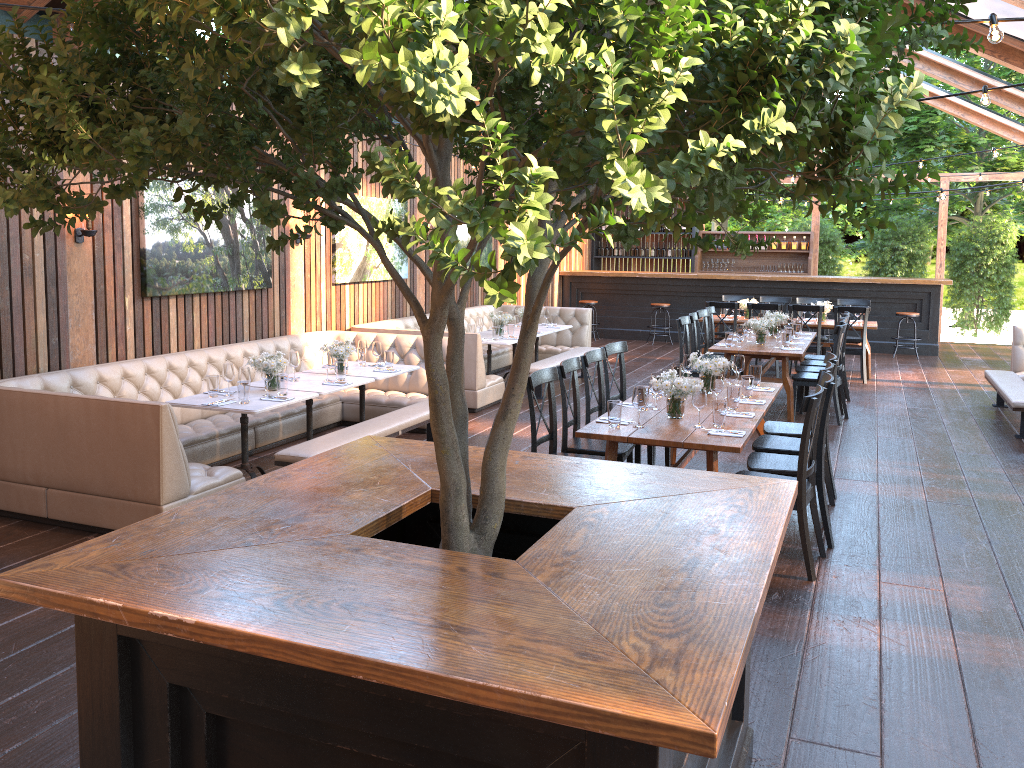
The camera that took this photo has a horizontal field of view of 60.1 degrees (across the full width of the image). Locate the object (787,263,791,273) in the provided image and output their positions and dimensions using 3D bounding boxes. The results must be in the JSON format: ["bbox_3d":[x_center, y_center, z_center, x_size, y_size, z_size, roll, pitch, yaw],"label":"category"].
[{"bbox_3d":[5.470,-2.288,17.467,0.073,0.180,0.074,0,6,-4],"label":"object"}]

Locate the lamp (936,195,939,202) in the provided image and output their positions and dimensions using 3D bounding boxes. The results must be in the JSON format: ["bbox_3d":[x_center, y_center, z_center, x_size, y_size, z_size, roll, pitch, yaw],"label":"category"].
[{"bbox_3d":[7.250,-3.165,15.066,0.056,0.120,0.057,-1,6,-12],"label":"lamp"}]

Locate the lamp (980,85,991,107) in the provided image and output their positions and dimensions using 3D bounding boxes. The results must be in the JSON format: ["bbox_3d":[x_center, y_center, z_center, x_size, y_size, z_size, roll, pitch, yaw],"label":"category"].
[{"bbox_3d":[2.707,-1.647,5.056,0.056,0.120,0.056,4,7,31],"label":"lamp"}]

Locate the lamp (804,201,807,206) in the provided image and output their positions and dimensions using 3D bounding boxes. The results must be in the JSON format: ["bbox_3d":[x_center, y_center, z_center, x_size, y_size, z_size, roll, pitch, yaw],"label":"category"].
[{"bbox_3d":[5.475,-3.376,16.487,0.059,0.119,0.057,0,6,-5],"label":"lamp"}]

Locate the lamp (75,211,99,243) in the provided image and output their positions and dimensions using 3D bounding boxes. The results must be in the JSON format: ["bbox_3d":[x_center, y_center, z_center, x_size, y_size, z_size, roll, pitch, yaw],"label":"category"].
[{"bbox_3d":[-3.207,-1.222,6.679,0.178,0.318,0.147,3,7,22],"label":"lamp"}]

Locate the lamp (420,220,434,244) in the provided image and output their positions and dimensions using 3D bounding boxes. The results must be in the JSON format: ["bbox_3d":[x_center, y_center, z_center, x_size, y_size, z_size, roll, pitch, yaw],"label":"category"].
[{"bbox_3d":[-1.130,-2.019,11.755,0.178,0.318,0.147,3,7,22],"label":"lamp"}]

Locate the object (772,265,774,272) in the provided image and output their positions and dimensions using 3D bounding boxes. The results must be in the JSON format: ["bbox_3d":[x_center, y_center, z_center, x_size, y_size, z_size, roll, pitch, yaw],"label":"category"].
[{"bbox_3d":[5.290,-2.327,17.857,0.097,0.133,0.098,2,7,8],"label":"object"}]

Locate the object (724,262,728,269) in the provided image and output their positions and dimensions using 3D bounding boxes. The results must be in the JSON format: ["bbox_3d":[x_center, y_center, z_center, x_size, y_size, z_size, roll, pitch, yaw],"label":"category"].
[{"bbox_3d":[4.337,-2.378,17.941,0.070,0.184,0.070,4,7,26],"label":"object"}]

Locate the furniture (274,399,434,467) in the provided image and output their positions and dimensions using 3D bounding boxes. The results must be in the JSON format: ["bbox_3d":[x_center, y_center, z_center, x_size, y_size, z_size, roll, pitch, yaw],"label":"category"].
[{"bbox_3d":[-1.052,0.494,7.071,0.313,0.396,2.344,3,9,22],"label":"furniture"}]

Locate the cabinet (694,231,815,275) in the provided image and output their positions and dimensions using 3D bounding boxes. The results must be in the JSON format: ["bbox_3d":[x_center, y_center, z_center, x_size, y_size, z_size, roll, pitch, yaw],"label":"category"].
[{"bbox_3d":[4.873,-2.046,17.925,2.277,2.080,0.496,4,6,22],"label":"cabinet"}]

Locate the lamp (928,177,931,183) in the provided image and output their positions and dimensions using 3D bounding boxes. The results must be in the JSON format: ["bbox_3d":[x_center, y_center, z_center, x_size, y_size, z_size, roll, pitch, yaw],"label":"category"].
[{"bbox_3d":[6.408,-3.155,13.596,0.056,0.120,0.056,5,8,38],"label":"lamp"}]

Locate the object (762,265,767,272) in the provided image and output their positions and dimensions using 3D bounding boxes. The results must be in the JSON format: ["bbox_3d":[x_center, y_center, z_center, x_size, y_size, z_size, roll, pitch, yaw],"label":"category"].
[{"bbox_3d":[5.075,-2.323,17.823,0.097,0.133,0.098,2,7,8],"label":"object"}]

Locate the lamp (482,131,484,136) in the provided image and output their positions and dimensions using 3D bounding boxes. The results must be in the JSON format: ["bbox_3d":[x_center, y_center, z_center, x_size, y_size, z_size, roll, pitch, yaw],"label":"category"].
[{"bbox_3d":[-0.245,-2.077,7.443,0.056,0.120,0.056,6,8,43],"label":"lamp"}]

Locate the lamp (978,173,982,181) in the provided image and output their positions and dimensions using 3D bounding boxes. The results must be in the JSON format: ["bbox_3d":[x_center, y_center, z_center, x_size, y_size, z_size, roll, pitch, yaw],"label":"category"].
[{"bbox_3d":[7.171,-3.171,13.541,0.056,0.120,0.057,2,6,15],"label":"lamp"}]

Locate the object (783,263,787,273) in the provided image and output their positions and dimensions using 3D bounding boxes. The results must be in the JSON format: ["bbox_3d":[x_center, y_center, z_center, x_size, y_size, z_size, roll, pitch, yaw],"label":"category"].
[{"bbox_3d":[5.390,-2.292,17.490,0.073,0.180,0.074,0,6,-4],"label":"object"}]

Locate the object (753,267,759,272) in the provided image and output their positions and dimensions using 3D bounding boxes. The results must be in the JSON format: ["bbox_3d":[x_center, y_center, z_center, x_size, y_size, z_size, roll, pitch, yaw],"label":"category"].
[{"bbox_3d":[4.935,-2.319,17.894,0.124,0.096,0.124,6,9,33],"label":"object"}]

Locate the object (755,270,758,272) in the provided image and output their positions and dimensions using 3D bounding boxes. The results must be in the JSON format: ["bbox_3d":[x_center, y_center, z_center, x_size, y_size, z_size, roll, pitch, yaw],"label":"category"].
[{"bbox_3d":[4.970,-2.343,18.044,0.124,0.096,0.124,6,9,33],"label":"object"}]

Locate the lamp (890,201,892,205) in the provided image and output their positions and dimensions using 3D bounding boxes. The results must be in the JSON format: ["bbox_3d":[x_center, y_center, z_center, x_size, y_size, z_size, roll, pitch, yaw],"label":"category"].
[{"bbox_3d":[6.654,-3.211,15.539,0.056,0.120,0.057,-1,6,-16],"label":"lamp"}]

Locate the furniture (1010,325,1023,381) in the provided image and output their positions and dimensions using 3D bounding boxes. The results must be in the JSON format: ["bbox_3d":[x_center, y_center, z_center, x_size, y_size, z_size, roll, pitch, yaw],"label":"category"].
[{"bbox_3d":[6.298,0.037,8.946,1.711,0.853,4.186,4,10,22],"label":"furniture"}]

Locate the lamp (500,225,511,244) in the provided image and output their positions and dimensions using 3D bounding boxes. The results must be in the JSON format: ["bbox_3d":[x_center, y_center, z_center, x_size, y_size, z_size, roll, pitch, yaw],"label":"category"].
[{"bbox_3d":[-0.092,-2.417,14.292,0.178,0.318,0.147,3,7,22],"label":"lamp"}]

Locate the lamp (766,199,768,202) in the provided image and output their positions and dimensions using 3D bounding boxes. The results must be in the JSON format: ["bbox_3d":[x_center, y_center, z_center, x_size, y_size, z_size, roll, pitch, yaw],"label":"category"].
[{"bbox_3d":[4.896,-3.499,16.976,0.056,0.120,0.056,-4,7,-35],"label":"lamp"}]

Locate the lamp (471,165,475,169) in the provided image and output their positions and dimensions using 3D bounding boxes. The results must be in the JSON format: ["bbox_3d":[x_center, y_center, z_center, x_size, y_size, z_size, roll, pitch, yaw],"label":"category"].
[{"bbox_3d":[-0.378,-2.226,8.936,0.071,0.115,0.056,7,9,44],"label":"lamp"}]

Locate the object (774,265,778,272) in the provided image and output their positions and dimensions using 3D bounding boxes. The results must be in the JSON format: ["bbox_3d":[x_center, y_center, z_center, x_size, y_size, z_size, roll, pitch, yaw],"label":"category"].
[{"bbox_3d":[5.296,-2.309,17.745,0.097,0.133,0.098,2,7,8],"label":"object"}]

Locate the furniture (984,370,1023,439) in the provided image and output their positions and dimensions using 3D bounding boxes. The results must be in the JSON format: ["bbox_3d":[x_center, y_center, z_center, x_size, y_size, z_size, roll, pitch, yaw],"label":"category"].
[{"bbox_3d":[5.293,0.191,9.362,0.313,0.396,2.344,3,9,22],"label":"furniture"}]

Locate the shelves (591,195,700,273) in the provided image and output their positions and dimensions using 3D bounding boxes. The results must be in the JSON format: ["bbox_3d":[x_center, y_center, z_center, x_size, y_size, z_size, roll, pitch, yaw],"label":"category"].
[{"bbox_3d":[2.803,-2.566,18.728,2.205,2.811,0.504,3,6,22],"label":"shelves"}]

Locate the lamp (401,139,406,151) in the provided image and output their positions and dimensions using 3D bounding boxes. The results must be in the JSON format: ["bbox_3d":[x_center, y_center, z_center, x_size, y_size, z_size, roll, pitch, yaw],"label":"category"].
[{"bbox_3d":[-1.109,-2.432,9.011,0.061,0.118,0.056,7,9,44],"label":"lamp"}]

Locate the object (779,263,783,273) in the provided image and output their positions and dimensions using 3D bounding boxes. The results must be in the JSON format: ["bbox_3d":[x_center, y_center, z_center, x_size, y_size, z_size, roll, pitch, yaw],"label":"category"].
[{"bbox_3d":[5.319,-2.299,17.529,0.073,0.180,0.074,0,6,-4],"label":"object"}]

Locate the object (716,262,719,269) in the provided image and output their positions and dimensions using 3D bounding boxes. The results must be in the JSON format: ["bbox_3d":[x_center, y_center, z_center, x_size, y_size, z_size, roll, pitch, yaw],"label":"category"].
[{"bbox_3d":[4.181,-2.392,18.020,0.070,0.184,0.070,4,7,26],"label":"object"}]

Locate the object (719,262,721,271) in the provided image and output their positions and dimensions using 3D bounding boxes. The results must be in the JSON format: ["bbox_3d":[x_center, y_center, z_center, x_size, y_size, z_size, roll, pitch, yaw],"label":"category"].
[{"bbox_3d":[4.262,-2.399,18.068,0.070,0.184,0.070,4,7,26],"label":"object"}]

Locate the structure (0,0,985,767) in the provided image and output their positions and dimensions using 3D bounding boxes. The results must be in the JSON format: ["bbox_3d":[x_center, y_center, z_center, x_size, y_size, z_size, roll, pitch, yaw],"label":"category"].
[{"bbox_3d":[-0.129,-0.433,2.608,2.720,3.672,2.866,5,8,31],"label":"structure"}]

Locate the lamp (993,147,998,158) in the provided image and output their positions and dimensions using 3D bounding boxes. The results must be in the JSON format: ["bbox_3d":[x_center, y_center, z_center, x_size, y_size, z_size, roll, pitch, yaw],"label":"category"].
[{"bbox_3d":[5.308,-2.545,9.727,0.056,0.114,0.075,-2,7,-22],"label":"lamp"}]

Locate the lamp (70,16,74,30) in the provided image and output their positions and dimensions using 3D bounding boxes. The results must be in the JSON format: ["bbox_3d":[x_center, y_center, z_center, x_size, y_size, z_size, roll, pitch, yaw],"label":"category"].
[{"bbox_3d":[-1.887,-1.575,3.830,0.056,0.116,0.068,3,7,19],"label":"lamp"}]

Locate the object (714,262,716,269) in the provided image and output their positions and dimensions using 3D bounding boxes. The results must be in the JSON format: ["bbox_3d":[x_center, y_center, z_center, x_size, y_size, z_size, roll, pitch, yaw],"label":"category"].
[{"bbox_3d":[4.174,-2.406,18.106,0.070,0.184,0.070,4,7,26],"label":"object"}]

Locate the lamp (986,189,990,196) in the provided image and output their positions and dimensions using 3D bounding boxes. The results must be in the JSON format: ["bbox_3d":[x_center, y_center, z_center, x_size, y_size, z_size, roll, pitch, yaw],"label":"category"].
[{"bbox_3d":[7.827,-3.154,14.556,0.065,0.117,0.057,3,7,24],"label":"lamp"}]

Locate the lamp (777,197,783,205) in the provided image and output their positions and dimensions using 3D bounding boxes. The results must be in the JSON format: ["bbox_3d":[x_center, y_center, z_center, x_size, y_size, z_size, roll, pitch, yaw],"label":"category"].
[{"bbox_3d":[2.626,-1.813,8.654,0.056,0.119,0.056,4,7,27],"label":"lamp"}]

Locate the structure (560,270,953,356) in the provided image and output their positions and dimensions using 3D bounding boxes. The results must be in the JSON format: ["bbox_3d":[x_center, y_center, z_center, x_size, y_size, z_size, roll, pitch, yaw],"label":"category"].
[{"bbox_3d":[4.220,-1.366,16.215,6.810,1.267,0.862,4,7,22],"label":"structure"}]

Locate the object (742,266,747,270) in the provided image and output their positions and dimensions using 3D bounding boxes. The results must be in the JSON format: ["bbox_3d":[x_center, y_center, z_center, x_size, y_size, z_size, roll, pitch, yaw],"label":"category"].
[{"bbox_3d":[4.762,-2.353,18.097,0.124,0.096,0.124,6,9,33],"label":"object"}]

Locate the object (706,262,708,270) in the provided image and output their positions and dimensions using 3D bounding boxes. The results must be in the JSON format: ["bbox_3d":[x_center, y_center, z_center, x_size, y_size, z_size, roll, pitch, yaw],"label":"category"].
[{"bbox_3d":[4.010,-2.416,18.155,0.070,0.184,0.070,4,7,26],"label":"object"}]

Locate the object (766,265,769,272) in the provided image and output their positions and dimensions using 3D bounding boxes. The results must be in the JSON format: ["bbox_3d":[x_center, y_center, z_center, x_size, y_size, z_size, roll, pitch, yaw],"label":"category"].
[{"bbox_3d":[5.187,-2.337,17.915,0.097,0.133,0.098,2,7,8],"label":"object"}]

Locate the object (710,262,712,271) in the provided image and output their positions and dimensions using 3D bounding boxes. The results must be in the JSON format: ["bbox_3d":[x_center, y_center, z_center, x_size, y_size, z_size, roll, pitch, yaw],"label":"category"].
[{"bbox_3d":[4.094,-2.411,18.132,0.070,0.184,0.070,4,7,26],"label":"object"}]

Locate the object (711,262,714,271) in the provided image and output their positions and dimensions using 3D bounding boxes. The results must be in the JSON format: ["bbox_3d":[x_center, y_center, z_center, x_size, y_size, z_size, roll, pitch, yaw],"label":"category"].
[{"bbox_3d":[4.092,-2.395,18.034,0.070,0.184,0.070,4,7,26],"label":"object"}]

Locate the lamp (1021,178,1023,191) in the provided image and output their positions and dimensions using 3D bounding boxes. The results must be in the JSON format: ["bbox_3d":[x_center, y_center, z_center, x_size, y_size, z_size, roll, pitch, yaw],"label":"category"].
[{"bbox_3d":[4.908,-1.911,8.472,0.056,0.120,0.057,3,6,19],"label":"lamp"}]

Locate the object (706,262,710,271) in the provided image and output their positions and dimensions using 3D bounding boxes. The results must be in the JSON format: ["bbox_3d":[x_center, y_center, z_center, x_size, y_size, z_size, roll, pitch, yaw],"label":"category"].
[{"bbox_3d":[4.001,-2.402,18.070,0.070,0.184,0.070,4,7,26],"label":"object"}]

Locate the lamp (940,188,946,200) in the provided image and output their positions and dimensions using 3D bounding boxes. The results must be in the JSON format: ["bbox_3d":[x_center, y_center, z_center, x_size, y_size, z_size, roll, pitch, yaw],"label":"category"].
[{"bbox_3d":[4.153,-1.829,8.522,0.056,0.119,0.057,-1,6,-18],"label":"lamp"}]

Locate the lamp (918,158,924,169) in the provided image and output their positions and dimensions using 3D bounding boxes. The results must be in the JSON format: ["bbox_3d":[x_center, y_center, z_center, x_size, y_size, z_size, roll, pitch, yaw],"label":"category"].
[{"bbox_3d":[4.731,-2.552,10.229,0.056,0.120,0.057,0,6,-2],"label":"lamp"}]

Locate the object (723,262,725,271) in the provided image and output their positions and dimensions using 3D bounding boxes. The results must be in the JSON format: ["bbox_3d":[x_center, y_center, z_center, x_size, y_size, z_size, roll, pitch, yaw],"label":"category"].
[{"bbox_3d":[4.336,-2.392,18.031,0.070,0.184,0.070,4,7,26],"label":"object"}]

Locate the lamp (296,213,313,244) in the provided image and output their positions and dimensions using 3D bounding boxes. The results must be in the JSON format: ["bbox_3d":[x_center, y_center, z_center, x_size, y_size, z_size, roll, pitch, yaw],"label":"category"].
[{"bbox_3d":[-2.162,-1.623,9.233,0.178,0.318,0.147,3,7,22],"label":"lamp"}]

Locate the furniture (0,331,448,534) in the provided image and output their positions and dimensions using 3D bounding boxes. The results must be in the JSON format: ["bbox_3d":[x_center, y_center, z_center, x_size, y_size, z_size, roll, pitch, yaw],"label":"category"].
[{"bbox_3d":[-2.078,0.188,7.468,1.711,0.853,4.186,4,10,22],"label":"furniture"}]

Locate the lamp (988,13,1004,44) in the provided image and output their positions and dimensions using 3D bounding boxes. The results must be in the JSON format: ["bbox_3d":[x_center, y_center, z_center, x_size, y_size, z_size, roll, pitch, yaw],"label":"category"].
[{"bbox_3d":[1.895,-1.394,3.463,0.056,0.119,0.057,2,6,9],"label":"lamp"}]

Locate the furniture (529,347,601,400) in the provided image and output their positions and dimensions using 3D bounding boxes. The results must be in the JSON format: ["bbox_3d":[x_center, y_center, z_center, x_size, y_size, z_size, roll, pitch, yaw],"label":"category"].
[{"bbox_3d":[0.653,-0.161,11.240,0.313,0.396,2.344,3,9,22],"label":"furniture"}]

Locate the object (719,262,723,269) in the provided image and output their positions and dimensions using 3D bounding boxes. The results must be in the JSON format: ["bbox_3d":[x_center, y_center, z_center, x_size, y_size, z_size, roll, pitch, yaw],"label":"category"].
[{"bbox_3d":[4.243,-2.382,17.964,0.070,0.184,0.070,4,7,26],"label":"object"}]

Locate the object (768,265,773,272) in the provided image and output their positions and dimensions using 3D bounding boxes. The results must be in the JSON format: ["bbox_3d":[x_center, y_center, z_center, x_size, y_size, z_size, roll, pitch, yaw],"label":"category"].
[{"bbox_3d":[5.187,-2.314,17.771,0.097,0.133,0.098,2,7,8],"label":"object"}]

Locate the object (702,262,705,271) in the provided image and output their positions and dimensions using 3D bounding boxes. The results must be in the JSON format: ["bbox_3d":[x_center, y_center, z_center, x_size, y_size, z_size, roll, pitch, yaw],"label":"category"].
[{"bbox_3d":[3.925,-2.409,18.108,0.070,0.184,0.070,4,7,26],"label":"object"}]

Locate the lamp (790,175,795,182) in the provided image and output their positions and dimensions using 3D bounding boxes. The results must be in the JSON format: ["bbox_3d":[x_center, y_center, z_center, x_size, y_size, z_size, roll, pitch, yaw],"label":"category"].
[{"bbox_3d":[3.546,-2.601,11.170,0.057,0.119,0.057,2,6,16],"label":"lamp"}]

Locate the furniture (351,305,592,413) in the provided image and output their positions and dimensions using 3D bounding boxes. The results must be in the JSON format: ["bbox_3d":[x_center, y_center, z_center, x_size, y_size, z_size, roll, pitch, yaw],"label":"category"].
[{"bbox_3d":[-0.371,-0.467,11.640,1.711,0.853,4.186,4,10,22],"label":"furniture"}]
